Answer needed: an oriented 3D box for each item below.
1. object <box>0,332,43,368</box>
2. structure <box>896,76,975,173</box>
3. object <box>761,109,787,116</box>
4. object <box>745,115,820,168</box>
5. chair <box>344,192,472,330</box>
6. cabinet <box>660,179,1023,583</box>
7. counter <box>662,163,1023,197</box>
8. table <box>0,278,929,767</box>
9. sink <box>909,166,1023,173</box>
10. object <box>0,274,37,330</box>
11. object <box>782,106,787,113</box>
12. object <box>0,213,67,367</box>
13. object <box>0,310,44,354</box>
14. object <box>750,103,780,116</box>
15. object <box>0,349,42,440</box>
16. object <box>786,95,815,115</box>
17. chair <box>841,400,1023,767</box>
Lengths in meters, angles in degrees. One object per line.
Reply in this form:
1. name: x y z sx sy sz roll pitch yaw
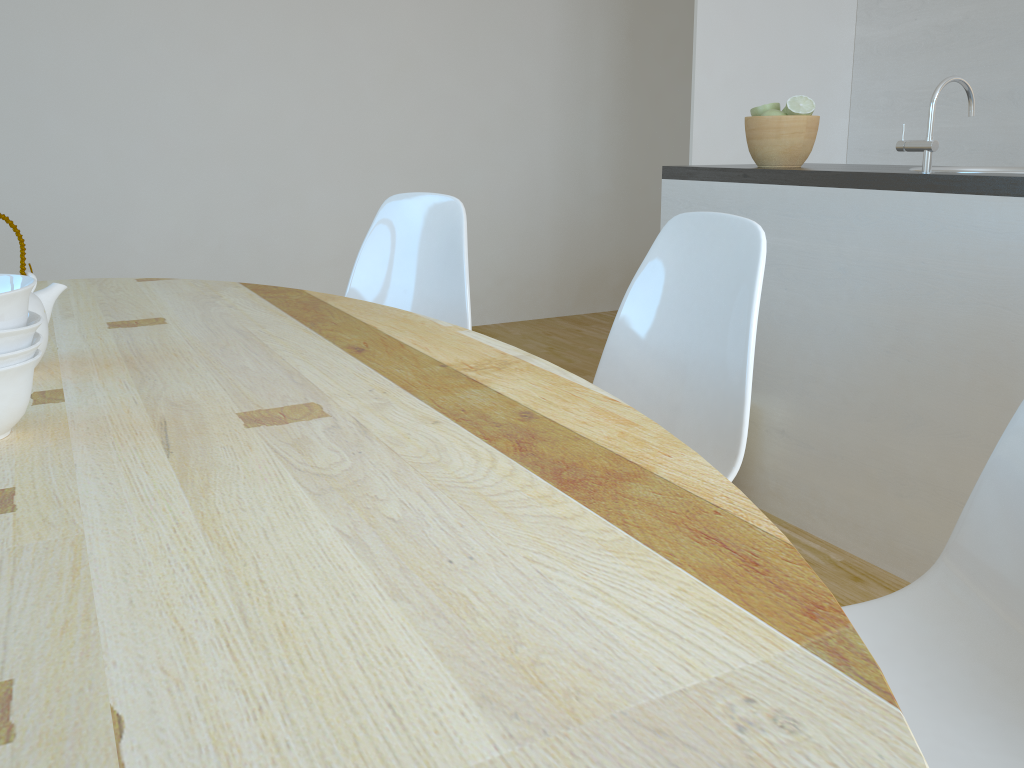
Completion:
1. object: -0.556 -0.007 0.896 0.151 0.092 0.154 2 15 11
2. structure: 0.983 -0.599 2.045 0.163 0.212 0.098 -7 14 -27
3. object: 0.742 -0.731 2.495 0.098 0.084 0.082 7 15 26
4. object: 0.768 -0.692 2.530 0.206 0.140 0.207 6 15 23
5. chair: -0.355 0.008 2.119 0.431 0.890 0.528 7 15 31
6. cabinet: 1.301 0.039 1.953 0.602 0.898 2.426 -7 16 -27
7. counter: 1.299 -0.419 1.856 0.602 0.039 2.427 -8 17 -27
8. table: -0.519 0.373 1.105 1.198 0.716 2.213 -8 17 -28
9. sink: 1.180 -0.445 2.154 0.404 0.155 0.410 3 15 13
10. object: -0.556 -0.057 0.883 0.152 0.086 0.154 0 14 0
11. object: 0.813 -0.756 2.529 0.086 0.097 0.103 -2 14 -7
12. object: -0.673 -0.117 1.150 0.178 0.209 0.148 -8 15 -28
13. object: -0.553 -0.030 0.891 0.151 0.094 0.154 -3 15 -11
14. object: 0.733 -0.780 2.564 0.086 0.064 0.085 -4 15 -16
15. object: -0.560 0.016 0.901 0.152 0.081 0.154 3 15 11
16. object: 0.797 -0.765 2.452 0.077 0.071 0.075 -1 14 -3
17. chair: 0.422 0.343 0.869 0.523 0.890 0.435 -2 13 -8
